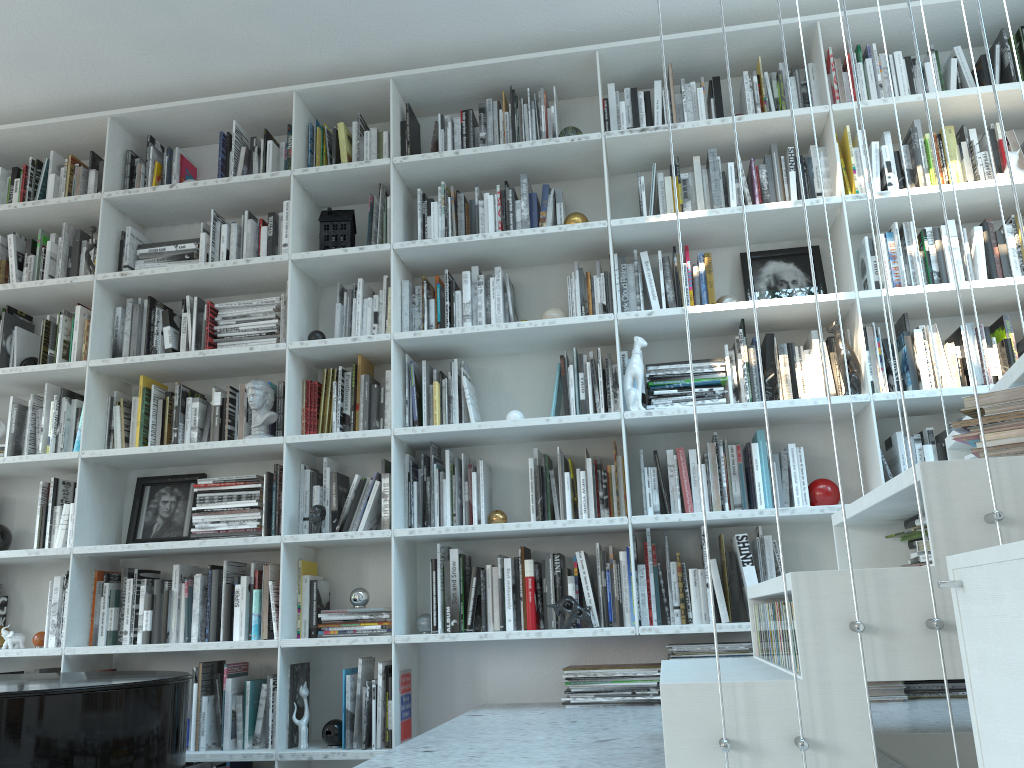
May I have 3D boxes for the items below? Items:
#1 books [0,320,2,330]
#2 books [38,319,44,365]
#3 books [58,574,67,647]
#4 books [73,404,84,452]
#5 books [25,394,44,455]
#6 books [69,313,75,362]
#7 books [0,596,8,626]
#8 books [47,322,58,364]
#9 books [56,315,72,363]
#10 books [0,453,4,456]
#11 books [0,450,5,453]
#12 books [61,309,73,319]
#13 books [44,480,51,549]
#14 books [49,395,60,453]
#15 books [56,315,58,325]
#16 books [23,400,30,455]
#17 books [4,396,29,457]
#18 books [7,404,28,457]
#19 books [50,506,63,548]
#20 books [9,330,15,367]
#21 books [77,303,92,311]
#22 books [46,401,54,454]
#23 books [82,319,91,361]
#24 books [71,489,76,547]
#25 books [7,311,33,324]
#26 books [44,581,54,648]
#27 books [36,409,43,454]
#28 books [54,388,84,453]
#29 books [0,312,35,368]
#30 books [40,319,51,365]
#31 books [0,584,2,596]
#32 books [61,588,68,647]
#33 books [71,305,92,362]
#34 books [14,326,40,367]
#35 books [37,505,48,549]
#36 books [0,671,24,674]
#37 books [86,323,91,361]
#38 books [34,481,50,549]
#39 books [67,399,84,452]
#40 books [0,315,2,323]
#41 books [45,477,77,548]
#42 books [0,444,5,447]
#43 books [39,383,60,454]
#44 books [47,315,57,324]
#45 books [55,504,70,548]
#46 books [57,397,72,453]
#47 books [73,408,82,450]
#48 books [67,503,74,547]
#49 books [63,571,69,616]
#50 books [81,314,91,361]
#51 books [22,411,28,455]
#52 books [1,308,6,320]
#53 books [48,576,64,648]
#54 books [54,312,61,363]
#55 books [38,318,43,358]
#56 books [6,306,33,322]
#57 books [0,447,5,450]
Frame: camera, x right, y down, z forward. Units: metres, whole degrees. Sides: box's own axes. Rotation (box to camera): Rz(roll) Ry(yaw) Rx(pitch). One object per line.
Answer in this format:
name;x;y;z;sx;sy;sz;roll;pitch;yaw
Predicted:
books;-2.169;-0.128;3.841;0.010;0.261;0.158;-4;-15;9
books;-1.965;-0.137;3.800;0.005;0.239;0.174;-4;-15;9
books;-1.740;0.900;3.523;0.010;0.276;0.156;-4;-15;9
books;-1.731;0.209;3.675;0.060;0.227;0.179;-4;-15;9
books;-1.970;0.199;3.718;0.012;0.285;0.168;-4;-15;9
books;-1.824;-0.153;3.786;0.006;0.252;0.180;-4;-15;9
books;-2.104;0.960;3.568;0.023;0.211;0.160;-4;-15;9
books;-1.914;-0.132;3.780;0.006;0.215;0.181;-4;-15;9
books;-1.868;-0.150;3.774;0.013;0.243;0.189;-4;-15;9
books;-2.216;0.318;3.739;0.254;0.012;0.161;-3;-15;4
books;-2.216;0.307;3.746;0.254;0.012;0.161;-4;-15;6
books;-1.886;-0.160;3.816;0.033;0.286;0.155;-4;-15;9
books;-1.847;0.547;3.629;0.011;0.291;0.156;-4;-15;9
books;-1.850;0.198;3.691;0.012;0.264;0.193;-4;-15;9
books;-1.917;-0.148;3.818;0.009;0.266;0.150;-4;-15;9
books;-1.985;0.212;3.730;0.022;0.266;0.151;-4;-15;9
books;-2.066;0.208;3.736;0.012;0.284;0.160;-4;-15;9
books;-2.036;0.223;3.722;0.030;0.246;0.174;-4;-15;9
books;-1.813;0.598;3.614;0.030;0.182;0.155;-4;-15;9
books;-2.117;-0.107;3.843;0.012;0.217;0.151;-4;-15;9
books;-1.819;-0.177;3.793;0.006;0.303;0.166;-4;-15;9
books;-1.867;0.211;3.701;0.028;0.246;0.170;-4;-15;9
books;-1.774;-0.142;3.784;0.011;0.229;0.166;-4;-15;9
books;-1.717;0.555;3.586;0.012;0.244;0.171;-4;-15;9
books;-2.151;-0.149;3.852;0.005;0.304;0.163;-4;-15;9
books;-1.792;0.915;3.525;0.012;0.253;0.161;-4;-15;9
books;-1.937;0.230;3.722;0.048;0.224;0.150;-4;-15;9
books;-1.837;0.182;3.701;0.011;0.300;0.179;-4;-15;9
books;-2.142;-0.146;3.828;0.011;0.286;0.189;-4;-15;9
books;-1.949;-0.139;3.788;0.005;0.235;0.179;-4;-15;9
books;-2.132;0.934;3.563;0.027;0.260;0.164;-4;-15;9
books;-1.708;0.922;3.499;0.029;0.220;0.153;-4;-15;9
books;-1.804;-0.169;3.785;0.022;0.284;0.190;-4;-15;9
books;-2.095;-0.118;3.832;0.031;0.231;0.148;-4;-15;9
books;-1.865;0.597;3.607;0.025;0.185;0.154;-4;-15;9
books;-1.983;1.276;3.469;0.012;0.284;0.160;-4;-15;9
books;-1.757;-0.137;3.780;0.024;0.215;0.142;-4;-15;9
books;-1.885;0.551;3.627;0.012;0.284;0.160;-4;-15;9
books;-1.794;0.206;3.710;0.022;0.255;0.152;-4;-15;9
books;-2.196;-0.142;3.843;0.011;0.290;0.177;-4;-15;9
books;-1.837;0.542;3.625;0.012;0.297;0.166;-4;-15;9
books;-2.217;0.283;3.750;0.285;0.012;0.160;-3;-15;5
books;-1.912;0.175;3.722;0.010;0.328;0.174;-4;-15;9
books;-1.974;-0.146;3.833;0.012;0.275;0.129;-4;-15;9
books;-1.772;0.588;3.593;0.057;0.188;0.156;-4;-15;9
books;-1.820;0.201;3.695;0.023;0.259;0.171;-4;-15;9
books;-1.770;0.222;3.702;0.026;0.218;0.150;-4;-15;9
books;-1.732;0.586;3.592;0.024;0.187;0.173;-4;-15;9
books;-1.729;0.892;3.519;0.014;0.290;0.132;-4;-15;9
books;-1.786;-0.155;3.786;0.010;0.256;0.140;-4;-15;9
books;-2.005;0.237;3.743;0.024;0.226;0.138;-4;-15;9
books;-2.176;-0.154;3.857;0.004;0.320;0.153;-4;-15;9
books;-1.760;0.902;3.511;0.027;0.268;0.159;-4;-15;9
books;-1.905;-0.156;3.807;0.005;0.274;0.157;-4;-15;9
books;-1.983;-0.137;3.824;0.005;0.253;0.161;-4;-15;9
books;-2.157;-0.160;3.858;0.005;0.330;0.162;-4;-15;9
books;-2.216;0.296;3.752;0.285;0.012;0.160;-5;-15;11
